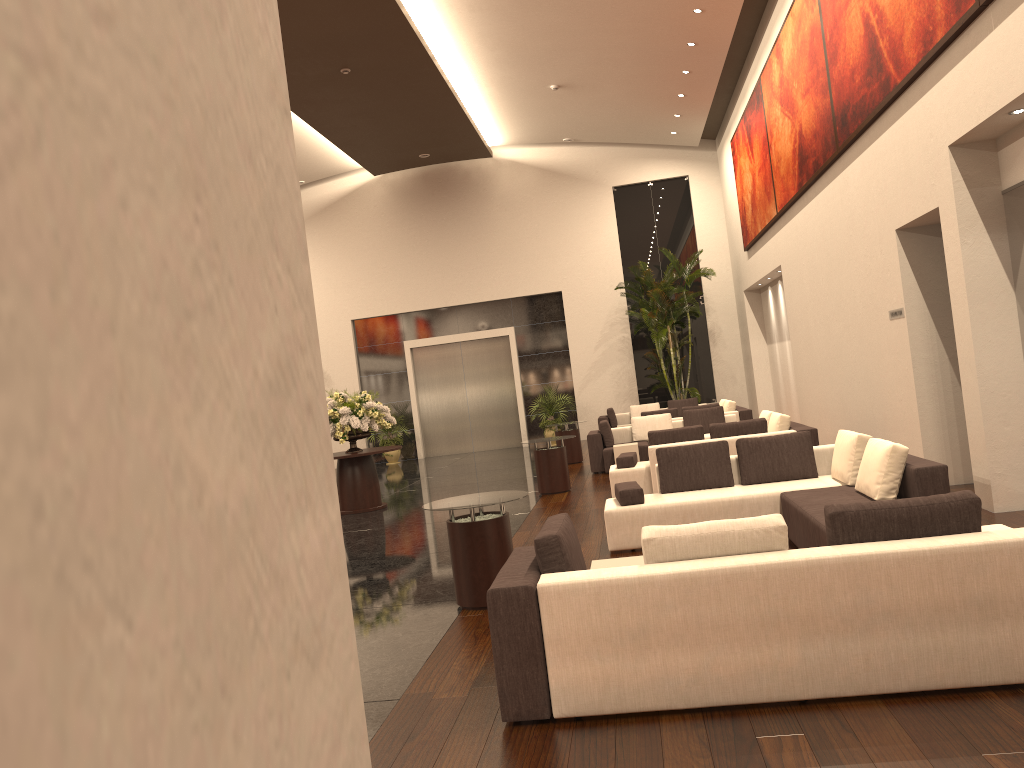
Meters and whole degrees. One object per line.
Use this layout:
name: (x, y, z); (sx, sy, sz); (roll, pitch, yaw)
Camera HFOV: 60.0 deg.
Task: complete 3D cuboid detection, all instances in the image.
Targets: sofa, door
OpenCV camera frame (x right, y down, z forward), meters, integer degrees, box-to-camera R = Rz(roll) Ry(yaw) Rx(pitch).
sofa: (3.460, 0.860, 20.810); (2.846, 0.862, 1.291); (-7, 0, 7)
sofa: (1.373, 1.045, 4.694); (2.846, 0.862, 1.291); (-7, 0, 7)
sofa: (2.680, 0.919, 12.550); (2.586, 0.862, 3.366); (-7, 0, 7)
sofa: (2.731, 0.925, 15.184); (2.846, 0.862, 1.291); (-7, 0, 7)
sofa: (2.011, 0.978, 7.243); (2.586, 0.862, 3.366); (-7, 0, 7)
door: (-1.230, 0.357, 24.302); (2.767, 3.048, 0.040); (-7, 0, 7)
sofa: (3.409, 0.854, 18.176); (2.586, 0.862, 3.366); (-7, 0, 7)

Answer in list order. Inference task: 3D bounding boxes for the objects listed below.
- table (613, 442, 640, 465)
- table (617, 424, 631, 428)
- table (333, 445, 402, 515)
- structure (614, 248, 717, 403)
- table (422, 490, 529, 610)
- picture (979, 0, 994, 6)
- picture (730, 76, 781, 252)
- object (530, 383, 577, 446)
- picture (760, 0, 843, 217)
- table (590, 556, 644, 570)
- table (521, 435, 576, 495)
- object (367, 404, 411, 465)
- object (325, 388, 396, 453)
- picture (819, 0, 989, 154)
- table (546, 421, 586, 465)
table: (1.901, 1.229, 14.632); (0.400, 0.460, 0.400); (-7, 0, 7)
table: (2.629, 1.164, 20.258); (0.400, 0.460, 0.400); (-7, 0, 7)
table: (-2.435, 1.531, 13.985); (1.498, 0.921, 1.498); (-7, 0, -2)
structure: (4.032, -1.092, 22.215); (2.436, 4.611, 2.531); (-7, 0, -21)
table: (-0.232, 1.287, 6.846); (0.844, 0.795, 0.833); (-7, 0, -44)
picture: (2.991, -4.070, 3.471); (0.070, 2.526, 6.485); (-7, 0, 7)
picture: (4.860, -4.236, 17.901); (0.070, 2.526, 4.515); (-7, 0, 7)
object: (0.989, 0.766, 23.141); (1.373, 1.682, 1.297); (-7, 0, -45)
picture: (4.279, -4.184, 13.417); (0.070, 2.526, 4.515); (-7, 0, 7)
table: (0.711, 1.335, 5.447); (0.400, 0.460, 0.400); (-7, 0, 7)
table: (0.589, 1.214, 13.185); (0.833, 0.795, 0.844); (-7, 0, -32)
object: (-3.268, 1.299, 23.751); (1.297, 1.682, 1.373); (-7, 0, 40)
object: (-2.534, 0.528, 13.984); (1.453, 1.097, 1.402); (-7, 0, -37)
picture: (3.699, -4.133, 8.937); (0.070, 2.526, 4.515); (-7, 0, 7)
table: (1.116, 1.168, 17.475); (0.833, 0.795, 0.844); (-7, 0, -32)
